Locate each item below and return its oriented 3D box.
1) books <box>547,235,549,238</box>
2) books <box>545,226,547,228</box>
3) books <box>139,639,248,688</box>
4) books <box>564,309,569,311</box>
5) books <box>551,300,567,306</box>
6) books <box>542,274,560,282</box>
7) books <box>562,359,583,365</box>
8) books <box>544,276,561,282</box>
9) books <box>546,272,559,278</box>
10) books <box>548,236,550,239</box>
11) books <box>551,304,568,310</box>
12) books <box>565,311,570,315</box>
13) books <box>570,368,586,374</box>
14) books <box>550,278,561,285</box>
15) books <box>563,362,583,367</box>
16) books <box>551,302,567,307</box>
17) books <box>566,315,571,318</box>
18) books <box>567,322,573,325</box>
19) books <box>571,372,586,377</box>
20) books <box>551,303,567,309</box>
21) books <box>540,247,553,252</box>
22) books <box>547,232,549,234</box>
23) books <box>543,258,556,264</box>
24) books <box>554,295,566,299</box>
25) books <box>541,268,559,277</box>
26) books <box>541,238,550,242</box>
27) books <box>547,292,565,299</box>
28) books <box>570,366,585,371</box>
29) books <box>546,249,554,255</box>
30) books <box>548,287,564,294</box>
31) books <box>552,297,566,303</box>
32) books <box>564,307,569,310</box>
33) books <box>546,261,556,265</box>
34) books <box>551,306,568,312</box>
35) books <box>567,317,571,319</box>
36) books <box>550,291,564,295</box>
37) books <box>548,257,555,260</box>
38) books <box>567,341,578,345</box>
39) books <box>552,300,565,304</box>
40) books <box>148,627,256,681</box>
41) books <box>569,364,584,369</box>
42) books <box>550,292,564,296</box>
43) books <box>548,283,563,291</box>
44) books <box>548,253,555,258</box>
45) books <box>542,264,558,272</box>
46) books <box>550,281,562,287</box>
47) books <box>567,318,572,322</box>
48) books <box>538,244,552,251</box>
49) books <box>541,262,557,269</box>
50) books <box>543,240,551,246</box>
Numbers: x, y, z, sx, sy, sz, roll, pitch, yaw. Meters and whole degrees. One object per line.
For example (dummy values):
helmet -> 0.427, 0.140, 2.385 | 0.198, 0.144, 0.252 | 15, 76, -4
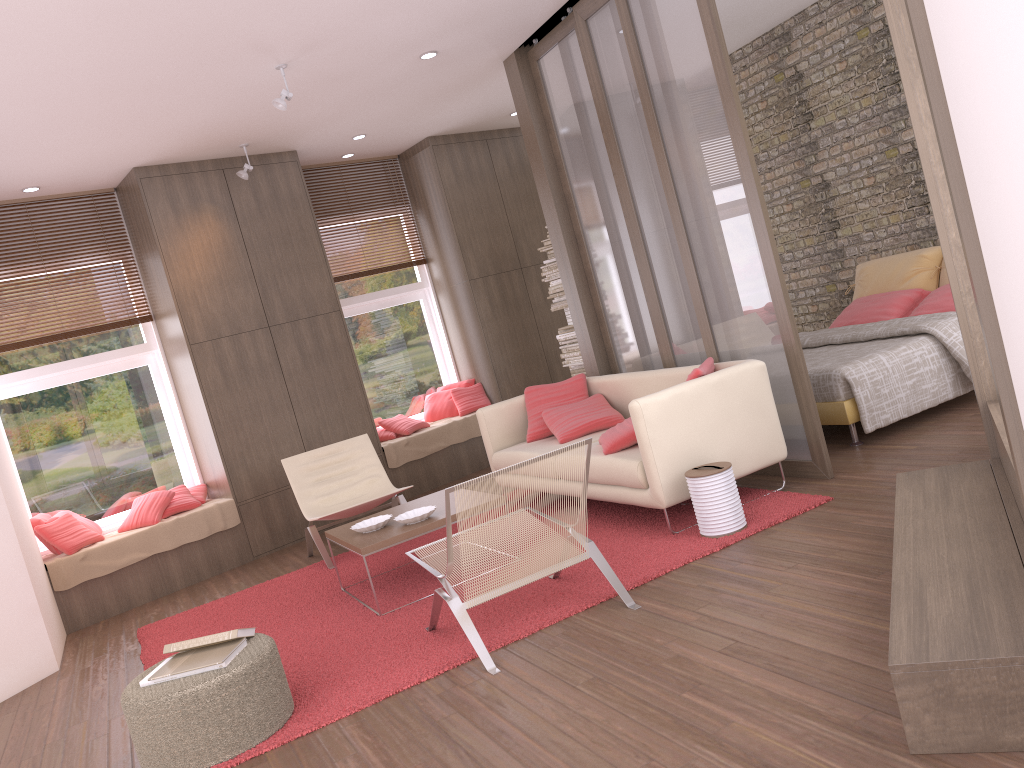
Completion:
books -> 0.479, -1.397, 8.095 | 0.198, 0.023, 0.327 | -17, 4, -24
books -> 0.457, -1.480, 8.081 | 0.204, 0.014, 0.313 | -17, 4, -24
books -> -1.253, 1.103, 3.510 | 0.352, 0.022, 0.232 | -15, 4, 6
books -> 0.675, -0.723, 8.139 | 0.345, 0.010, 0.443 | -16, 4, -4
books -> 0.610, -0.795, 8.157 | 0.412, 0.011, 0.308 | -12, 5, 41
books -> 0.539, -1.025, 8.150 | 0.470, 0.022, 0.306 | -11, 6, 46
books -> 0.773, -0.263, 8.190 | 0.399, 0.028, 0.612 | -17, 4, -24
books -> 0.551, -1.007, 8.108 | 0.416, 0.012, 0.324 | -11, 6, 46
books -> 0.572, -1.055, 8.116 | 0.434, 0.019, 0.324 | -11, 6, 46
books -> 0.489, -1.373, 8.080 | 0.272, 0.023, 0.201 | -11, 6, 46
books -> 0.608, -0.754, 8.168 | 0.444, 0.015, 0.279 | -12, 5, 41
books -> 0.663, -0.694, 8.152 | 0.308, 0.036, 0.417 | -16, 4, -4
books -> 0.781, -0.167, 8.139 | 0.396, 0.033, 0.310 | -11, 6, 46
books -> 0.567, -0.986, 8.131 | 0.297, 0.028, 0.379 | -18, 5, -29
books -> 0.770, -0.234, 8.135 | 0.423, 0.016, 0.542 | -17, 4, -24
books -> 0.614, -0.782, 8.146 | 0.446, 0.012, 0.291 | -12, 5, 41
books -> 0.681, -0.666, 8.121 | 0.323, 0.020, 0.484 | -16, 4, -4
books -> 0.697, -0.598, 8.151 | 0.322, 0.030, 0.435 | -16, 4, -4
books -> 0.789, -0.139, 8.142 | 0.396, 0.024, 0.310 | -11, 6, 46
books -> 0.611, -0.769, 8.161 | 0.432, 0.013, 0.288 | -12, 5, 41
books -> 0.488, -1.275, 8.108 | 0.412, 0.019, 0.259 | -13, 4, 26
books -> 0.474, -1.427, 8.081 | 0.202, 0.015, 0.303 | -17, 4, -24
books -> 0.518, -1.171, 8.111 | 0.404, 0.026, 0.266 | -13, 4, 26
books -> 0.609, -0.846, 8.146 | 0.287, 0.020, 0.388 | -18, 5, -29
books -> 0.515, -1.071, 8.148 | 0.401, 0.035, 0.315 | -11, 6, 46
books -> 0.481, -1.352, 8.080 | 0.366, 0.012, 0.287 | -13, 4, 26
books -> 0.585, -0.860, 8.151 | 0.467, 0.020, 0.283 | -12, 5, 41
books -> 0.775, -0.194, 8.145 | 0.405, 0.018, 0.300 | -11, 6, 46
books -> 0.523, -1.255, 8.122 | 0.371, 0.036, 0.211 | -13, 4, 26
books -> 0.569, -0.901, 8.164 | 0.379, 0.028, 0.297 | -12, 5, 41
books -> 0.608, -0.823, 8.176 | 0.379, 0.028, 0.297 | -12, 5, 41
books -> 0.665, -0.733, 8.108 | 0.326, 0.018, 0.500 | -16, 4, -4
books -> 0.539, -1.157, 8.125 | 0.416, 0.015, 0.245 | -11, 6, 46
books -> 0.619, -0.739, 8.140 | 0.469, 0.015, 0.267 | -12, 5, 41
books -> 0.668, -0.647, 8.157 | 0.294, 0.013, 0.413 | -16, 4, -4
books -> 0.573, -0.882, 8.161 | 0.395, 0.009, 0.233 | -12, 5, 41
books -> 0.532, -1.193, 8.090 | 0.351, 0.010, 0.284 | -13, 4, 26
books -> 0.764, -0.432, 8.143 | 0.320, 0.020, 0.542 | -17, 4, -24
books -> 0.597, -0.803, 8.179 | 0.395, 0.007, 0.308 | -12, 5, 41
books -> -1.247, 1.065, 3.563 | 0.331, 0.086, 0.377 | -15, 4, 6
books -> 0.769, -0.214, 8.136 | 0.396, 0.024, 0.310 | -11, 6, 46
books -> 0.564, -0.871, 8.168 | 0.368, 0.009, 0.262 | -12, 5, 41
books -> 0.558, -0.932, 8.175 | 0.297, 0.039, 0.379 | -18, 5, -29
books -> 0.533, -1.219, 8.125 | 0.371, 0.036, 0.211 | -13, 4, 26
books -> 0.531, -1.114, 8.147 | 0.416, 0.035, 0.323 | -11, 6, 46
books -> 0.566, -0.963, 8.156 | 0.287, 0.020, 0.388 | -18, 5, -29
books -> 0.691, -0.625, 8.104 | 0.317, 0.030, 0.524 | -16, 4, -4
books -> 0.474, -1.294, 8.116 | 0.435, 0.019, 0.248 | -13, 4, 26
books -> 0.502, -1.132, 8.142 | 0.392, 0.015, 0.306 | -11, 6, 46
books -> 0.497, -1.329, 8.084 | 0.351, 0.036, 0.275 | -13, 4, 26
